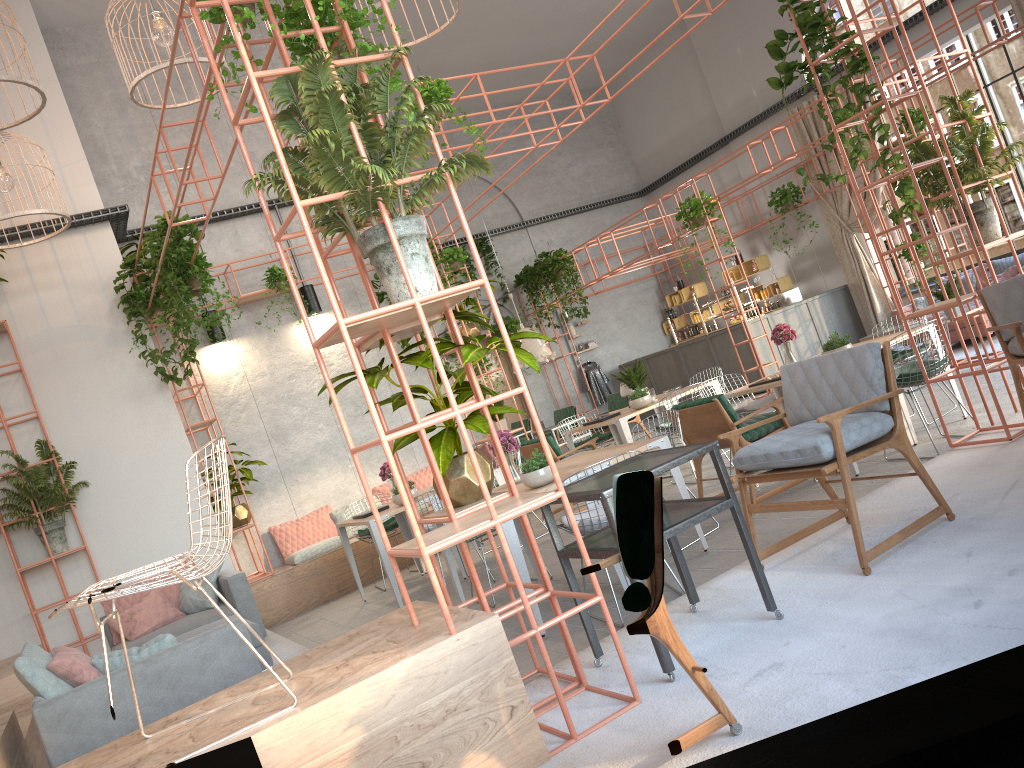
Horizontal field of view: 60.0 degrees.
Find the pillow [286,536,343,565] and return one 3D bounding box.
[{"bbox_3d":[-2.232,1.901,10.128,0.637,0.149,0.491,-20,-1,-26],"label":"pillow"}]

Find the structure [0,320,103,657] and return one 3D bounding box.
[{"bbox_3d":[-4.585,1.193,8.525,0.624,3.596,0.424,-20,-1,-27],"label":"structure"}]

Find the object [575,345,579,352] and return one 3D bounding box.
[{"bbox_3d":[1.360,-0.744,18.636,0.055,0.164,0.092,-20,0,-9],"label":"object"}]

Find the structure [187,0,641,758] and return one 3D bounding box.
[{"bbox_3d":[-0.352,-0.392,3.350,0.748,3.623,0.722,-20,-1,-27],"label":"structure"}]

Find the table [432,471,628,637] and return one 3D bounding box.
[{"bbox_3d":[0.075,1.150,6.086,0.694,0.830,1.205,-20,-1,-27],"label":"table"}]

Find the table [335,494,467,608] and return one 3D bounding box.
[{"bbox_3d":[-1.091,1.596,8.519,0.694,0.830,1.205,-20,-1,-27],"label":"table"}]

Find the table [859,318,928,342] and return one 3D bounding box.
[{"bbox_3d":[5.623,-0.594,12.928,0.520,0.455,0.916,-20,-1,-27],"label":"table"}]

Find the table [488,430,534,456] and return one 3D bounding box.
[{"bbox_3d":[0.075,1.261,14.558,0.635,0.798,0.602,-20,-1,-27],"label":"table"}]

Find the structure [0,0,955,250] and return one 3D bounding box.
[{"bbox_3d":[-0.124,-3.273,10.047,15.603,0.110,15.203,-20,-1,-27],"label":"structure"}]

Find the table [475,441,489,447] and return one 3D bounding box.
[{"bbox_3d":[-0.674,1.547,16.120,0.635,0.798,0.602,-20,-1,-27],"label":"table"}]

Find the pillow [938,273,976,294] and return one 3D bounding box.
[{"bbox_3d":[6.688,-1.393,13.345,0.289,0.385,0.666,-20,-1,-27],"label":"pillow"}]

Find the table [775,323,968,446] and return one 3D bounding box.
[{"bbox_3d":[3.060,0.090,7.660,0.694,0.830,1.214,-20,-1,-27],"label":"table"}]

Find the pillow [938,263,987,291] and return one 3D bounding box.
[{"bbox_3d":[6.808,-1.471,13.402,0.276,0.474,0.839,-20,-1,-27],"label":"pillow"}]

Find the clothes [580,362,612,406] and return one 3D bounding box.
[{"bbox_3d":[1.783,-0.003,18.672,0.366,0.997,0.625,-20,-1,43],"label":"clothes"}]

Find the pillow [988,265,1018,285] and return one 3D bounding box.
[{"bbox_3d":[6.934,-1.452,12.573,0.479,0.317,0.441,-20,-1,44],"label":"pillow"}]

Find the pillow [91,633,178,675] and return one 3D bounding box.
[{"bbox_3d":[-1.926,1.501,4.724,0.499,0.324,0.307,-20,0,8],"label":"pillow"}]

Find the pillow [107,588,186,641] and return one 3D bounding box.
[{"bbox_3d":[-3.080,1.930,7.449,0.441,0.317,0.479,-20,-1,44],"label":"pillow"}]

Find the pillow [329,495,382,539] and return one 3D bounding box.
[{"bbox_3d":[-1.851,1.621,10.813,0.666,0.385,0.289,-20,-1,-32],"label":"pillow"}]

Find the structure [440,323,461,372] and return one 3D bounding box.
[{"bbox_3d":[-1.196,-0.452,17.507,0.921,1.527,0.950,-20,0,6],"label":"structure"}]

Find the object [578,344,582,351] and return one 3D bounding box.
[{"bbox_3d":[1.426,-0.761,18.647,0.063,0.151,0.063,-20,-1,-41],"label":"object"}]

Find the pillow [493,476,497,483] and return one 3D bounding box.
[{"bbox_3d":[-0.503,1.279,11.071,0.637,0.149,0.491,-20,-1,-26],"label":"pillow"}]

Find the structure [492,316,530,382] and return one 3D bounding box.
[{"bbox_3d":[-0.102,-0.824,18.148,0.950,1.527,0.921,-20,-1,-29],"label":"structure"}]

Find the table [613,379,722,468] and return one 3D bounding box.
[{"bbox_3d":[1.854,0.538,10.129,0.694,0.830,1.214,-20,-1,-27],"label":"table"}]

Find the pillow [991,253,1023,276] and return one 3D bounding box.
[{"bbox_3d":[7.186,-1.613,12.590,0.273,0.476,0.836,-20,-1,-27],"label":"pillow"}]

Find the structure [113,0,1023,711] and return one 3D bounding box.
[{"bbox_3d":[-2.052,-0.111,10.651,4.501,4.345,14.096,-20,-1,-28],"label":"structure"}]

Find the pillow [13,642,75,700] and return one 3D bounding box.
[{"bbox_3d":[-2.437,1.601,4.741,0.276,0.474,0.839,-20,-1,-27],"label":"pillow"}]

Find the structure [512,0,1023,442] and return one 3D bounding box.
[{"bbox_3d":[5.139,-2.118,12.675,4.157,4.247,14.689,-20,-1,-27],"label":"structure"}]

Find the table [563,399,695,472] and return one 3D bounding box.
[{"bbox_3d":[1.273,0.747,9.808,0.694,0.830,1.205,-20,-1,-27],"label":"table"}]

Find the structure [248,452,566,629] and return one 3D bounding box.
[{"bbox_3d":[-2.187,2.226,13.001,4.386,0.500,5.831,-20,-1,-27],"label":"structure"}]

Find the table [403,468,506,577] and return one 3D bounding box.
[{"bbox_3d":[-0.510,1.388,8.841,0.694,0.830,1.214,-20,-1,-27],"label":"table"}]

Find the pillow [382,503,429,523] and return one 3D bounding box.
[{"bbox_3d":[-1.354,1.586,10.606,0.637,0.149,0.491,-20,-1,-26],"label":"pillow"}]

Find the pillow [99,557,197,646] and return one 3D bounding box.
[{"bbox_3d":[-3.117,1.877,7.742,0.836,0.476,0.273,-20,-1,-27],"label":"pillow"}]

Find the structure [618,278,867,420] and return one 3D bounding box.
[{"bbox_3d":[4.233,-0.890,17.303,2.579,2.022,4.057,-20,-1,-27],"label":"structure"}]

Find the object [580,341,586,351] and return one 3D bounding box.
[{"bbox_3d":[1.485,-0.810,18.694,0.081,0.204,0.081,-20,-1,-27],"label":"object"}]

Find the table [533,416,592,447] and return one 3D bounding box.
[{"bbox_3d":[0.823,0.975,12.997,0.635,0.798,0.602,-20,-1,-27],"label":"table"}]

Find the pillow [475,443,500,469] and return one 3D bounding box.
[{"bbox_3d":[-0.443,1.072,12.276,0.276,0.474,0.839,-20,-1,-37],"label":"pillow"}]

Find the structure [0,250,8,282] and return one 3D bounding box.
[{"bbox_3d":[-5.269,-1.054,8.451,0.934,0.803,0.903,-20,-1,34],"label":"structure"}]

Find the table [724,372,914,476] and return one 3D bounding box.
[{"bbox_3d":[2.479,0.299,7.339,0.694,0.830,1.205,-20,-1,-27],"label":"table"}]

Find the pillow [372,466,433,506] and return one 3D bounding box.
[{"bbox_3d":[-1.324,1.380,11.085,0.839,0.474,0.276,-20,0,-7],"label":"pillow"}]

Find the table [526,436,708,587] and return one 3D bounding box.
[{"bbox_3d":[0.655,0.942,6.406,0.694,0.830,1.214,-20,-1,-27],"label":"table"}]

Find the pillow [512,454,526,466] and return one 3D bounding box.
[{"bbox_3d":[-0.072,1.136,12.563,0.491,0.149,0.637,-20,-1,-26],"label":"pillow"}]

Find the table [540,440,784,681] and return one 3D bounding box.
[{"bbox_3d":[0.623,0.751,3.849,0.635,0.798,0.602,-20,-1,-27],"label":"table"}]

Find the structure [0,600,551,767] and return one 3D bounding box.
[{"bbox_3d":[-2.536,1.744,4.632,3.396,1.111,9.152,-20,-1,-27],"label":"structure"}]

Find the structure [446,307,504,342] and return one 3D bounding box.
[{"bbox_3d":[-0.787,-1.250,17.789,1.312,0.505,0.063,-20,-1,-27],"label":"structure"}]

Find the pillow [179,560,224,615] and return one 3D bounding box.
[{"bbox_3d":[-2.685,1.768,7.606,0.495,0.349,0.308,-20,-1,23],"label":"pillow"}]

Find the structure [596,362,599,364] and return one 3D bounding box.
[{"bbox_3d":[1.812,-0.442,18.860,0.066,0.044,0.019,-20,-1,-27],"label":"structure"}]

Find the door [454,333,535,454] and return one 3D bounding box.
[{"bbox_3d":[-0.491,0.446,18.428,1.360,2.729,0.551,-20,-1,-27],"label":"door"}]

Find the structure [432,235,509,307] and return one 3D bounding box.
[{"bbox_3d":[-1.023,-2.056,17.704,1.939,1.514,0.856,-20,-1,-33],"label":"structure"}]

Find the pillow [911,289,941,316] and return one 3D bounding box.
[{"bbox_3d":[6.353,-1.218,13.418,0.500,0.324,0.307,-20,0,8],"label":"pillow"}]

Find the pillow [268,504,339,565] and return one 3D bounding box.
[{"bbox_3d":[-2.415,1.772,10.539,0.839,0.474,0.276,-20,-1,-37],"label":"pillow"}]

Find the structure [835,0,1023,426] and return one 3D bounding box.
[{"bbox_3d":[3.245,-1.462,6.435,0.624,3.602,0.424,-20,-1,-27],"label":"structure"}]

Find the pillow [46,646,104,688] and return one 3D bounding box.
[{"bbox_3d":[-2.295,1.583,4.797,0.289,0.385,0.666,-20,-1,-27],"label":"pillow"}]

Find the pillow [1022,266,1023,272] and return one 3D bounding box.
[{"bbox_3d":[7.074,-1.527,12.147,0.308,0.349,0.495,-20,-1,23],"label":"pillow"}]
